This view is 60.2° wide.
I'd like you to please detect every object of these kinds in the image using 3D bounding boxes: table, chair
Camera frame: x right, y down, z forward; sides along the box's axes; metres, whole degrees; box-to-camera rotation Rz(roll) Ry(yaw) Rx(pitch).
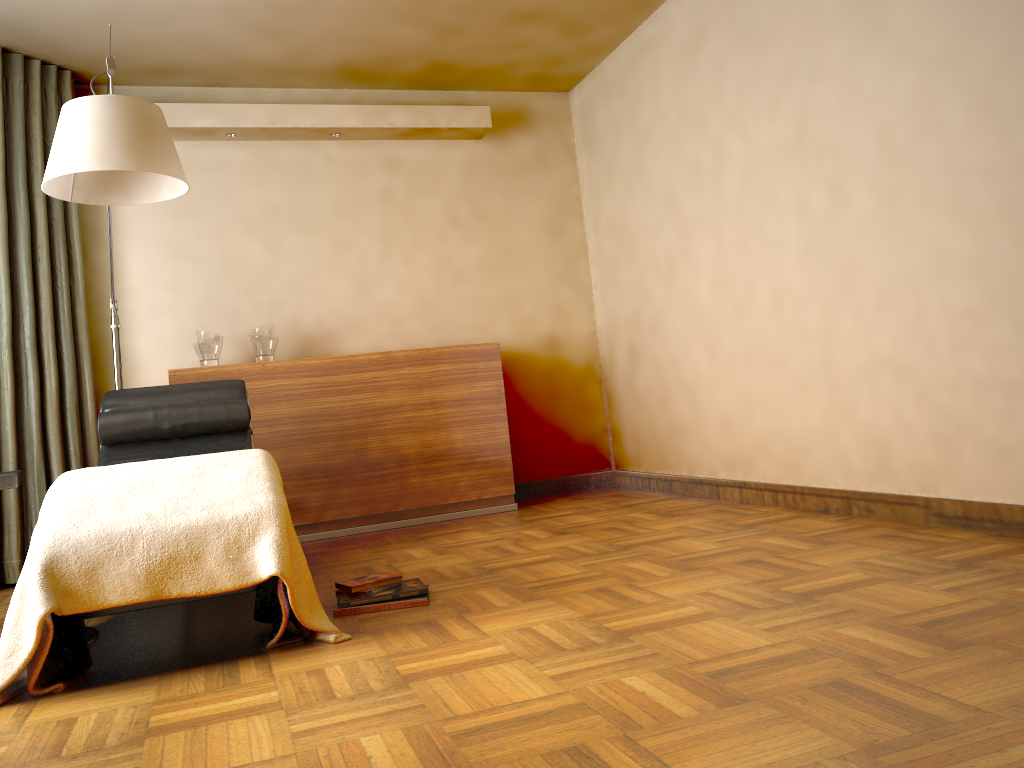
[{"bbox_3d":[-1.824,0.328,2.746,0.519,0.045,0.495,-6,-1,-28],"label":"table"},{"bbox_3d":[-1.164,0.359,3.052,0.637,0.803,1.773,-5,-2,-19],"label":"chair"}]

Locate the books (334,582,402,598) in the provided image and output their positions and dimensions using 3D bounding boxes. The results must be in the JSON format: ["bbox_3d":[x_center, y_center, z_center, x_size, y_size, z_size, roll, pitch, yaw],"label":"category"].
[{"bbox_3d":[-0.443,0.629,2.727,0.123,0.018,0.173,-7,-1,30],"label":"books"}]

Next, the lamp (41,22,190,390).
[{"bbox_3d":[-1.386,-0.158,3.348,0.452,1.984,1.401,-4,-5,-15],"label":"lamp"}]

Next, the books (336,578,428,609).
[{"bbox_3d":[-0.404,0.644,2.727,0.265,0.020,0.187,-6,-1,-15],"label":"books"}]

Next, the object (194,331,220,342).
[{"bbox_3d":[-1.530,-0.194,4.446,0.122,0.151,0.121,-3,-5,-37],"label":"object"}]

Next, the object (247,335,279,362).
[{"bbox_3d":[-1.273,-0.181,4.530,0.156,0.155,0.154,-4,-4,-29],"label":"object"}]

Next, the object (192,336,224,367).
[{"bbox_3d":[-1.526,-0.155,4.442,0.154,0.155,0.155,-8,-4,28],"label":"object"}]

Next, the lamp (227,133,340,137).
[{"bbox_3d":[-1.515,-1.364,4.799,1.160,0.028,0.050,-6,-2,-19],"label":"lamp"}]

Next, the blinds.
[{"bbox_3d":[-2.462,-0.341,3.696,0.223,2.474,1.528,-9,-6,26],"label":"blinds"}]

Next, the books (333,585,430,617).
[{"bbox_3d":[-0.395,0.663,2.709,0.280,0.022,0.199,-6,-1,-5],"label":"books"}]

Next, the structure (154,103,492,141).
[{"bbox_3d":[-1.191,-1.452,4.931,2.183,0.131,0.271,-6,-2,-19],"label":"structure"}]

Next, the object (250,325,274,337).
[{"bbox_3d":[-1.277,-0.219,4.534,0.123,0.151,0.121,-3,-5,-39],"label":"object"}]

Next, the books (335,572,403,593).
[{"bbox_3d":[-0.440,0.610,2.723,0.173,0.018,0.122,-5,-2,-35],"label":"books"}]

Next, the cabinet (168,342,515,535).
[{"bbox_3d":[-0.876,0.293,4.641,1.677,0.870,0.411,-5,-5,-19],"label":"cabinet"}]

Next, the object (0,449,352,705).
[{"bbox_3d":[-0.994,0.482,2.535,0.919,0.525,0.901,-5,-3,-19],"label":"object"}]
